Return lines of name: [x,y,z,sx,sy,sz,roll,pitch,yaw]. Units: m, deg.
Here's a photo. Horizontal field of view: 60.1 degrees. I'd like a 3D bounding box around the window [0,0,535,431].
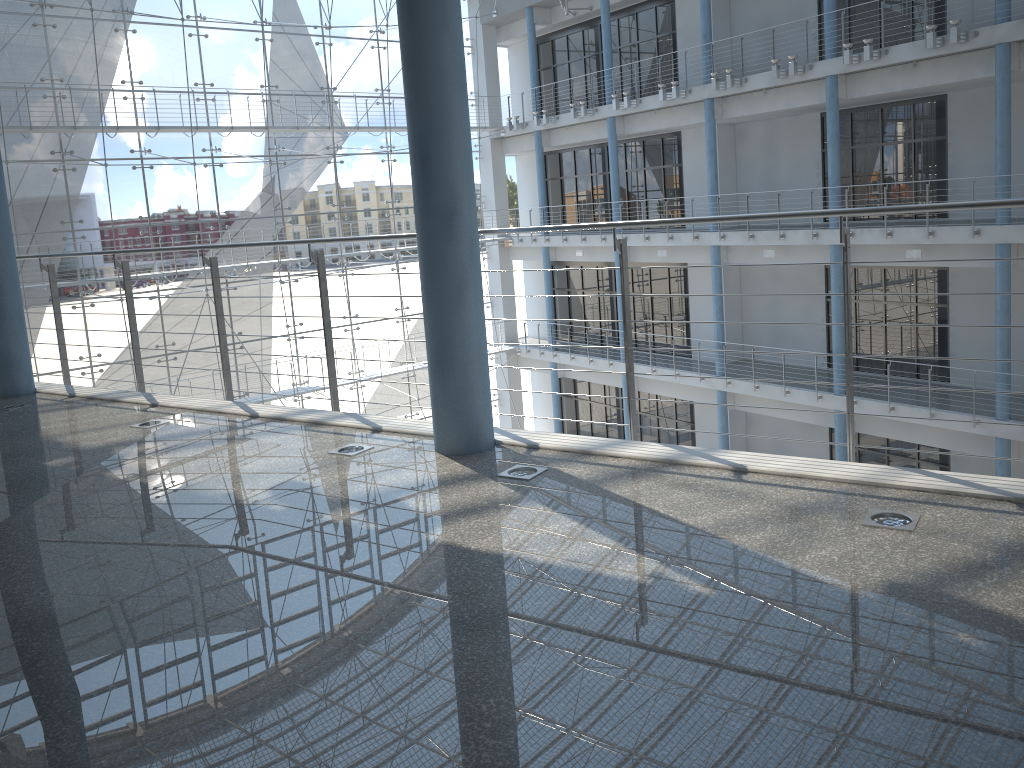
window: [-1.395,-0.744,3.222,3.875,2.747,0.010,-13,11,-39]
